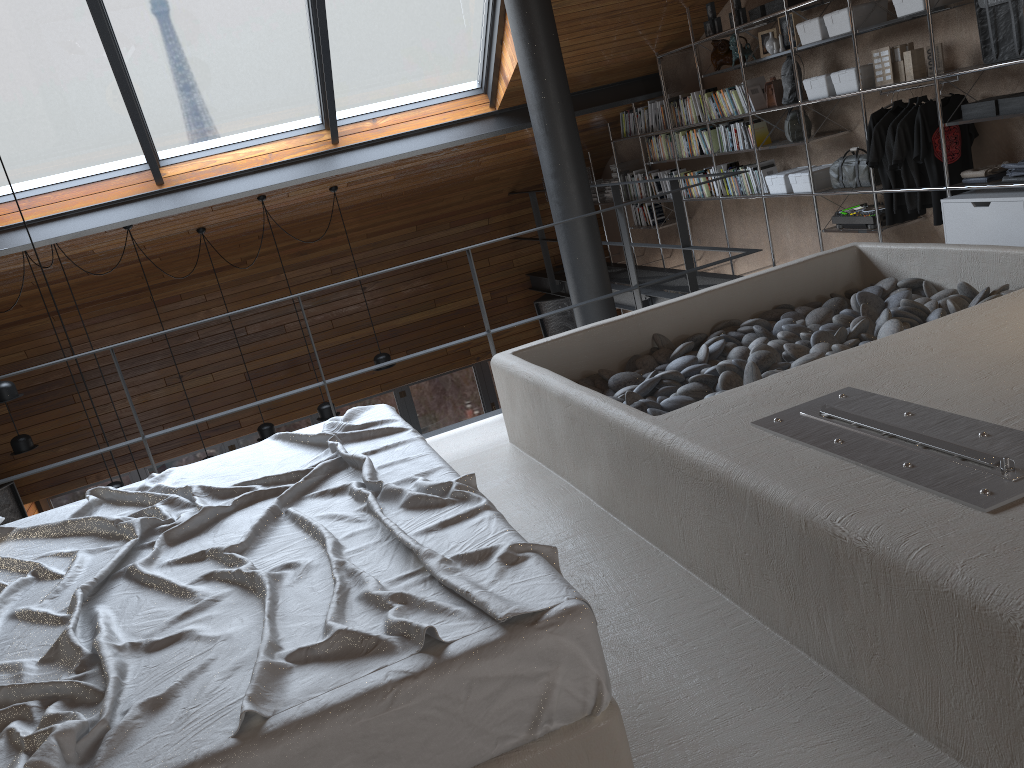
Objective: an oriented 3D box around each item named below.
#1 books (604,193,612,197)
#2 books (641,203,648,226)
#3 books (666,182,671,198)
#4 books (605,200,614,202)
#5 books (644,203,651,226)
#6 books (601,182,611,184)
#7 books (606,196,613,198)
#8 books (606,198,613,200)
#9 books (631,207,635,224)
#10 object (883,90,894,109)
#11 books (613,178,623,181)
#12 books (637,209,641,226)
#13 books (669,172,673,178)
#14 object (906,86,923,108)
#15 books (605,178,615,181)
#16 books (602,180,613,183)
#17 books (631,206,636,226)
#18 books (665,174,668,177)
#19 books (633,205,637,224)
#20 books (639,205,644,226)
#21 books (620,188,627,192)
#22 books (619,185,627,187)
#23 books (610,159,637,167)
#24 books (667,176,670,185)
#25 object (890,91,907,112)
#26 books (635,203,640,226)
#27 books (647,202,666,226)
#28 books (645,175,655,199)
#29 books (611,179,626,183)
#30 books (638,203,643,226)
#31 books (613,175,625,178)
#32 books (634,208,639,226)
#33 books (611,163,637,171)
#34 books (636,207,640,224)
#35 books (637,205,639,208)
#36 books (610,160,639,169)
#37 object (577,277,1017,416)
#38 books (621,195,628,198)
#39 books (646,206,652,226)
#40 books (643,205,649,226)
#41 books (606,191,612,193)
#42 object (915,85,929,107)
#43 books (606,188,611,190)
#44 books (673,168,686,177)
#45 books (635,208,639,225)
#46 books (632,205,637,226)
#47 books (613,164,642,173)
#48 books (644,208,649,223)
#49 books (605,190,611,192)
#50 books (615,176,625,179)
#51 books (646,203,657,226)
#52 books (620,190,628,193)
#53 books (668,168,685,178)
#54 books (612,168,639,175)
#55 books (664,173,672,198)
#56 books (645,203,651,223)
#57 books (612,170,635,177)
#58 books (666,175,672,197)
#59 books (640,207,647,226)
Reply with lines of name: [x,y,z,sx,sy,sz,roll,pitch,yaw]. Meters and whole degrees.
books: [1.068,-1.914,8.847,0.240,0.028,0.180,-21,16,-25]
books: [1.300,-1.597,8.276,0.155,0.215,0.055,-18,15,-15]
books: [1.409,-1.727,7.714,0.127,0.200,0.046,-18,15,-15]
books: [1.075,-1.859,8.873,0.234,0.016,0.182,-18,15,-15]
books: [1.308,-1.583,8.229,0.133,0.218,0.051,-18,15,-16]
books: [1.043,-2.019,8.819,0.268,0.025,0.176,-18,15,-15]
books: [1.077,-1.892,8.856,0.222,0.021,0.174,-18,15,-15]
books: [1.081,-1.873,8.856,0.234,0.016,0.182,-19,16,-20]
books: [1.215,-1.627,8.498,0.127,0.201,0.011,-18,15,-15]
object: [2.200,-1.642,5.137,0.283,0.118,0.016,-18,15,-15]
books: [1.108,-1.993,8.544,0.254,0.012,0.158,-15,15,-4]
books: [1.245,-1.591,8.381,0.112,0.177,0.009,-18,15,-15]
books: [1.449,-1.724,7.622,0.161,0.222,0.055,-18,15,-15]
object: [2.262,-1.573,4.988,0.387,0.197,0.009,-19,15,-19]
books: [1.045,-2.054,8.820,0.206,0.012,0.161,-18,15,-15]
books: [1.033,-2.038,8.823,0.231,0.012,0.159,-17,15,-11]
books: [1.232,-1.639,8.489,0.164,0.219,0.010,-18,15,-15]
books: [1.430,-1.738,7.698,0.171,0.218,0.047,-18,15,-16]
books: [1.228,-1.617,8.449,0.127,0.201,0.011,-18,15,-15]
books: [1.260,-1.589,8.319,0.111,0.198,0.008,-18,15,-15]
books: [1.135,-1.898,8.560,0.258,0.028,0.180,-16,15,-10]
books: [1.142,-1.935,8.563,0.227,0.013,0.160,-15,15,-4]
books: [1.081,-2.128,8.529,0.228,0.016,0.182,-18,15,-15]
books: [1.423,-1.717,7.665,0.127,0.200,0.046,-18,15,-15]
object: [2.222,-1.594,5.103,0.387,0.197,0.009,-19,15,-19]
books: [1.255,-1.624,8.405,0.161,0.223,0.017,-18,15,-15]
books: [1.332,-1.561,8.164,0.138,0.191,0.049,-18,15,-15]
books: [1.287,-1.783,8.001,0.137,0.215,0.014,-18,15,-15]
books: [1.117,-1.974,8.539,0.288,0.025,0.175,-16,15,-10]
books: [1.259,-1.608,8.330,0.122,0.230,0.017,-18,15,-15]
books: [1.097,-2.018,8.549,0.201,0.012,0.161,-18,15,-15]
books: [1.231,-1.600,8.439,0.119,0.171,0.014,-18,15,-15]
books: [1.085,-2.091,8.525,0.216,0.021,0.174,-18,15,-15]
books: [1.246,-1.597,8.392,0.117,0.183,0.012,-18,15,-15]
books: [1.249,-1.601,8.372,0.111,0.198,0.008,-18,15,-15]
books: [1.082,-2.110,8.522,0.228,0.016,0.182,-18,15,-15]
object: [1.031,-0.084,3.241,1.842,0.246,1.436,-18,15,-15]
books: [1.154,-1.836,8.578,0.239,0.021,0.174,-16,15,-10]
books: [1.323,-1.573,8.190,0.131,0.205,0.051,-18,15,-15]
books: [1.301,-1.585,8.258,0.123,0.203,0.054,-18,15,-15]
books: [1.075,-1.935,8.830,0.234,0.016,0.182,-17,15,-11]
object: [2.283,-1.561,4.928,0.387,0.197,0.009,-19,15,-19]
books: [1.070,-1.970,8.836,0.213,0.017,0.167,-19,16,-20]
books: [1.453,-1.708,7.548,0.122,0.229,0.057,-18,15,-15]
books: [1.241,-1.616,8.422,0.125,0.206,0.019,-18,15,-15]
books: [1.218,-1.617,8.457,0.127,0.201,0.011,-18,15,-15]
books: [1.115,-2.073,8.522,0.234,0.028,0.180,-18,15,-15]
books: [1.309,-1.577,8.243,0.126,0.197,0.047,-18,15,-15]
books: [1.071,-1.949,8.825,0.234,0.016,0.182,-21,16,-25]
books: [1.119,-2.009,8.539,0.222,0.012,0.160,-16,15,-10]
books: [1.326,-1.575,8.176,0.137,0.216,0.049,-18,15,-15]
books: [1.147,-1.881,8.567,0.258,0.016,0.181,-18,15,-14]
books: [1.450,-1.735,7.654,0.177,0.217,0.046,-18,15,-16]
books: [1.098,-2.045,8.520,0.228,0.016,0.182,-18,15,-15]
books: [1.426,-1.738,7.706,0.164,0.217,0.048,-18,15,-16]
books: [1.324,-1.585,8.220,0.137,0.216,0.050,-18,15,-15]
books: [1.090,-2.029,8.535,0.208,0.017,0.168,-18,15,-15]
books: [1.412,-1.717,7.673,0.127,0.200,0.046,-18,15,-15]
books: [1.268,-1.579,8.315,0.112,0.177,0.009,-18,15,-15]
